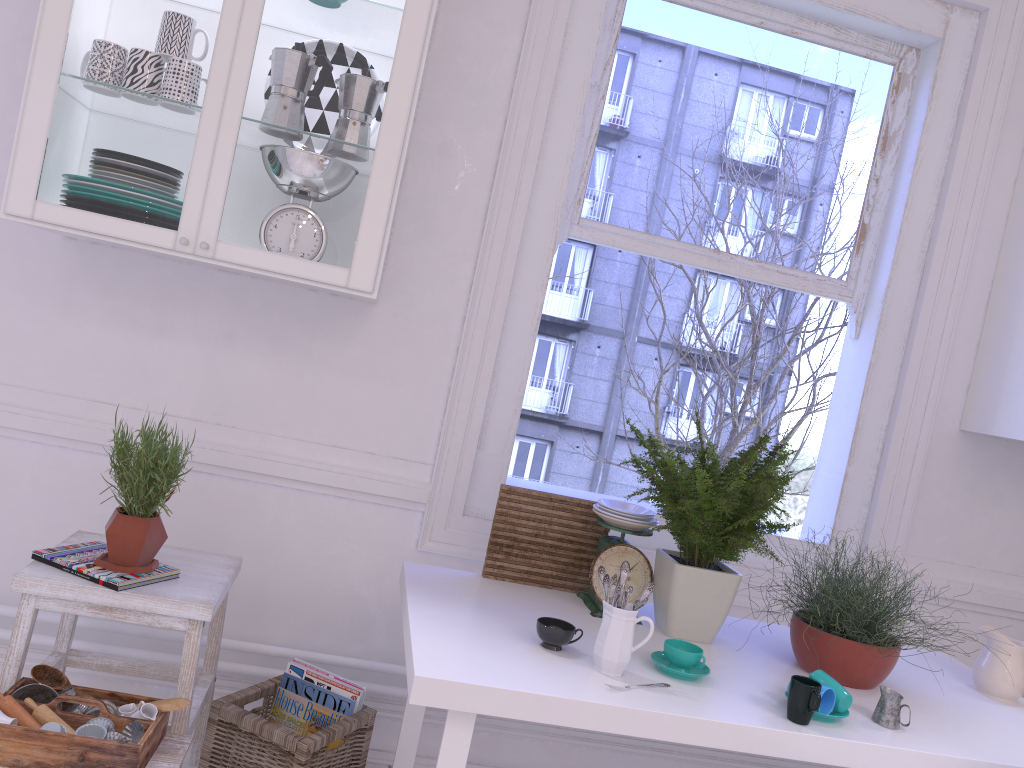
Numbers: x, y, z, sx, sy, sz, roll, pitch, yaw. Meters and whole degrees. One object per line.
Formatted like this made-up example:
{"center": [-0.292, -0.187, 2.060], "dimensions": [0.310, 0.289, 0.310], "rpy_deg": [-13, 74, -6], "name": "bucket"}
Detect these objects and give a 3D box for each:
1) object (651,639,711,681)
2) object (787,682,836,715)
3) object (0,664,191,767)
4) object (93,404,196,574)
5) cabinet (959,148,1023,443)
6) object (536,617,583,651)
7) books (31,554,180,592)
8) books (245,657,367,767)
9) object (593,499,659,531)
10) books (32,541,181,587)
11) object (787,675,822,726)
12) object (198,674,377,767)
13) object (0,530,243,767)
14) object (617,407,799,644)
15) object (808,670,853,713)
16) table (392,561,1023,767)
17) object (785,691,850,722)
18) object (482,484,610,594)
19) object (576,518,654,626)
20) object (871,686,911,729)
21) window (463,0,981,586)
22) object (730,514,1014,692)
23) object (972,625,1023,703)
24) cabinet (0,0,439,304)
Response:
{"center": [0.340, 0.553, 1.783], "dimensions": [0.121, 0.055, 0.121], "rpy_deg": [13, 2, 31], "name": "object"}
{"center": [0.579, 0.597, 1.708], "dimensions": [0.069, 0.058, 0.080], "rpy_deg": [11, 2, -36], "name": "object"}
{"center": [-0.828, 0.654, 1.720], "dimensions": [0.358, 0.110, 0.211], "rpy_deg": [12, 2, -7], "name": "object"}
{"center": [-0.791, 0.217, 1.929], "dimensions": [0.196, 0.367, 0.186], "rpy_deg": [13, 2, 36], "name": "object"}
{"center": [1.932, -0.406, 2.545], "dimensions": [0.823, 1.311, 0.425], "rpy_deg": [12, 2, -9], "name": "cabinet"}
{"center": [0.085, 0.503, 1.774], "dimensions": [0.082, 0.048, 0.079], "rpy_deg": [14, 2, 41], "name": "object"}
{"center": [-0.884, 0.398, 1.937], "dimensions": [0.246, 0.011, 0.180], "rpy_deg": [13, 2, 21], "name": "books"}
{"center": [-0.518, 0.851, 2.090], "dimensions": [0.221, 0.306, 0.205], "rpy_deg": [13, 2, 24], "name": "books"}
{"center": [0.276, 0.321, 2.157], "dimensions": [0.164, 0.047, 0.163], "rpy_deg": [14, 2, 40], "name": "object"}
{"center": [-0.882, 0.389, 1.937], "dimensions": [0.246, 0.007, 0.180], "rpy_deg": [13, 2, 21], "name": "books"}
{"center": [0.537, 0.588, 1.640], "dimensions": [0.055, 0.077, 0.070], "rpy_deg": [13, 2, 17], "name": "object"}
{"center": [-0.531, 0.883, 2.079], "dimensions": [0.276, 0.270, 0.276], "rpy_deg": [13, 2, 24], "name": "object"}
{"center": [-0.882, 0.678, 1.923], "dimensions": [0.418, 0.534, 0.599], "rpy_deg": [12, 2, -9], "name": "object"}
{"center": [0.446, 0.325, 2.055], "dimensions": [0.438, 0.527, 0.368], "rpy_deg": [12, 2, -9], "name": "object"}
{"center": [0.613, 0.597, 1.725], "dimensions": [0.069, 0.059, 0.082], "rpy_deg": [11, 2, -31], "name": "object"}
{"center": [0.452, 0.916, 1.970], "dimensions": [1.514, 0.619, 0.736], "rpy_deg": [12, 2, -9], "name": "table"}
{"center": [0.587, 0.625, 1.714], "dimensions": [0.121, 0.021, 0.121], "rpy_deg": [13, 2, 31], "name": "object"}
{"center": [0.092, 0.394, 2.232], "dimensions": [0.294, 0.237, 0.028], "rpy_deg": [12, 2, -9], "name": "object"}
{"center": [0.255, 0.446, 2.152], "dimensions": [0.159, 0.208, 0.185], "rpy_deg": [12, 2, -9], "name": "object"}
{"center": [0.745, 0.634, 1.739], "dimensions": [0.066, 0.067, 0.052], "rpy_deg": [12, 2, -8], "name": "object"}
{"center": [0.621, -0.378, 2.695], "dimensions": [1.234, 1.782, 0.181], "rpy_deg": [12, 2, -9], "name": "window"}
{"center": [0.785, 0.499, 2.019], "dimensions": [0.668, 0.367, 0.531], "rpy_deg": [12, 2, 16], "name": "object"}
{"center": [1.176, 0.670, 2.120], "dimensions": [0.127, 0.152, 0.115], "rpy_deg": [11, 2, -27], "name": "object"}
{"center": [-0.602, -0.930, 2.135], "dimensions": [0.823, 1.311, 0.425], "rpy_deg": [12, 2, -9], "name": "cabinet"}
